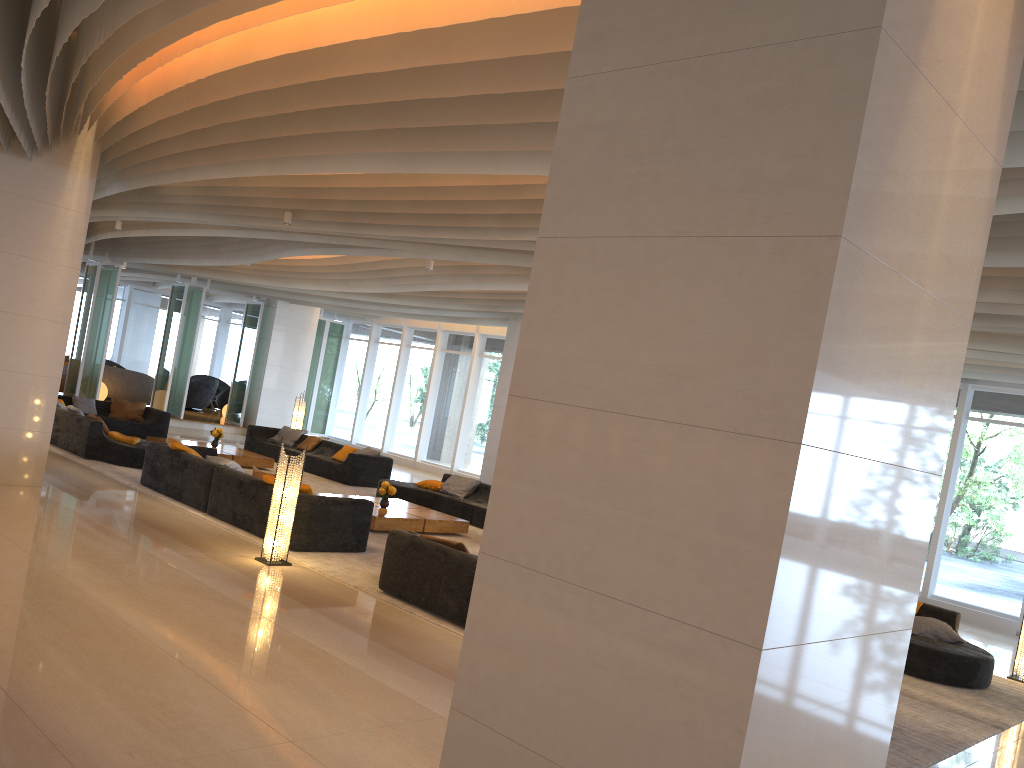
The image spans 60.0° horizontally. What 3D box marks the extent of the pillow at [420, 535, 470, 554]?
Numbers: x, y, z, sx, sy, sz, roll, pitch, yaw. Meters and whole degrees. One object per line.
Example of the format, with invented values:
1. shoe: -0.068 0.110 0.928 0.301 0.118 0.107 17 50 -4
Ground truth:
1. pillow: -0.507 1.530 7.799 0.406 0.392 0.591 11 -1 -44

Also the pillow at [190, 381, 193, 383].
1. pillow: -9.772 0.085 27.849 0.463 0.454 0.633 10 -1 30

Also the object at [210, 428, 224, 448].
1. object: -5.275 0.943 15.830 0.239 0.377 0.263 10 0 -14

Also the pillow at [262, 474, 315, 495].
1. pillow: -2.319 1.214 9.577 0.629 0.378 0.555 10 -1 22

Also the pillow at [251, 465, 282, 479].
1. pillow: -2.723 1.175 10.065 0.454 0.410 0.588 11 -1 -44

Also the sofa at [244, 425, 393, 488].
1. sofa: -3.819 1.375 17.194 3.692 0.583 0.963 9 -2 44

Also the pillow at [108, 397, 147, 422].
1. pillow: -7.458 0.502 17.219 0.649 0.378 0.538 11 -1 -24

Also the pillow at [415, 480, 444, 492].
1. pillow: -1.329 1.681 14.727 0.446 0.193 0.590 10 -2 9

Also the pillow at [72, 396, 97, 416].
1. pillow: -8.009 0.409 16.615 0.417 0.312 0.315 11 -1 -44

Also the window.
1. window: -0.116 0.482 16.828 54.103 3.222 22.294 10 -2 8

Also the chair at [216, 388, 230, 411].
1. chair: -8.106 0.481 26.657 1.552 1.006 1.111 11 -1 -43

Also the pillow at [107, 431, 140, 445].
1. pillow: -5.803 0.805 13.273 0.414 0.136 0.412 11 -2 -12

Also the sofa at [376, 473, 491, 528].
1. sofa: -0.493 1.884 13.749 4.051 0.583 1.382 9 -2 42

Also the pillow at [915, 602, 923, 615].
1. pillow: 4.074 2.452 9.676 0.485 0.403 0.593 11 -1 -39

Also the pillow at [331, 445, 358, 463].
1. pillow: -3.162 1.317 16.754 0.329 0.312 0.398 11 -1 -44

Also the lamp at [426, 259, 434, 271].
1. lamp: -0.992 -2.284 12.026 0.088 1.507 0.090 11 1 17

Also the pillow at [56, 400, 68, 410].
1. pillow: -7.418 0.434 14.540 0.637 0.377 0.558 10 -1 39

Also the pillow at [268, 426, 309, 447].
1. pillow: -4.594 1.067 18.162 0.629 0.378 0.555 10 -1 22

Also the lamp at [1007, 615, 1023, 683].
1. lamp: 5.560 2.443 9.417 0.244 1.451 0.256 11 1 44

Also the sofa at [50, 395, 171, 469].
1. sofa: -6.510 0.771 15.129 4.974 0.654 2.888 9 -2 44

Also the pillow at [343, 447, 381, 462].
1. pillow: -2.787 1.347 16.419 0.556 0.378 0.628 11 -1 -24

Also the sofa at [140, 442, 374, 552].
1. sofa: -3.164 1.283 10.552 3.692 0.583 0.963 9 -2 44

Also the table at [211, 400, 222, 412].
1. table: -8.817 0.721 27.395 1.104 0.318 0.800 12 -2 -40

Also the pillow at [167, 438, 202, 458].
1. pillow: -4.127 0.933 11.321 0.556 0.378 0.628 11 -1 -24

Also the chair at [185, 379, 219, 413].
1. chair: -9.032 0.259 25.142 1.122 1.006 1.536 10 -1 17

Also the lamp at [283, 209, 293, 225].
1. lamp: -2.506 -2.618 10.402 0.087 1.507 0.091 11 1 35

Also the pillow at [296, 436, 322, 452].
1. pillow: -4.021 1.183 17.582 0.398 0.312 0.329 10 -1 42

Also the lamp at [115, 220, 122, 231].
1. lamp: -6.073 -3.168 13.957 0.089 1.507 0.089 10 1 -1

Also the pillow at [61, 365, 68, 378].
1. pillow: -11.104 -0.322 22.024 0.474 0.409 0.492 11 -1 -44

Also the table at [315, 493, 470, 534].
1. table: -1.713 1.791 12.151 1.565 0.220 1.636 9 -2 44

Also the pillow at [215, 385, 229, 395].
1. pillow: -9.242 0.227 28.286 0.511 0.409 0.457 11 -1 -19

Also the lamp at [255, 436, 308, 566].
1. lamp: -2.151 1.101 8.385 0.244 1.198 0.256 11 1 44

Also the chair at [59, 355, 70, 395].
1. chair: -11.441 -0.286 22.161 1.488 1.006 1.158 10 -1 31

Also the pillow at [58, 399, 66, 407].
1. pillow: -7.622 0.397 14.800 0.419 0.335 0.327 10 0 9

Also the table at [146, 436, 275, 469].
1. table: -5.322 1.231 15.632 1.565 0.220 1.636 9 -2 44

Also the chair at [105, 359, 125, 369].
1. chair: -11.192 -0.149 24.973 1.116 1.006 1.545 10 -1 27

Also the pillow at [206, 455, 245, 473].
1. pillow: -3.457 1.100 10.769 0.430 0.377 0.573 11 -1 -44

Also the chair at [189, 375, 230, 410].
1. chair: -9.527 0.261 28.046 1.549 1.006 1.112 11 -1 -34

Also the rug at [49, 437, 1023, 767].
1. rug: -1.959 1.867 12.372 15.857 0.022 5.636 9 -3 44

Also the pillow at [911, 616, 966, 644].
1. pillow: 4.350 2.550 9.211 0.585 0.209 0.440 10 -1 3

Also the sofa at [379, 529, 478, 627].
1. sofa: -0.316 1.736 8.058 2.202 0.577 1.385 9 -2 44

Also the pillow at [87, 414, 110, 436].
1. pillow: -6.167 0.634 13.308 0.336 0.311 0.414 11 -1 -45

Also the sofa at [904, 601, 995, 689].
1. sofa: 3.405 2.495 10.182 1.367 0.582 4.091 12 -2 -39

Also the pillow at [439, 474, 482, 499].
1. pillow: -0.880 1.700 14.452 0.650 0.417 0.472 10 -1 44

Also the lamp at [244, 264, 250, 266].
1. lamp: -4.533 -2.828 15.597 0.089 1.507 0.089 10 1 -1

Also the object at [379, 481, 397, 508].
1. object: -1.696 1.485 11.964 0.240 0.377 0.261 10 0 -24

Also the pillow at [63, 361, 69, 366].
1. pillow: -11.297 -0.394 22.383 0.596 0.422 0.377 10 0 22

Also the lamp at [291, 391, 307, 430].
1. lamp: -4.671 0.855 19.281 0.244 1.451 0.256 11 1 44

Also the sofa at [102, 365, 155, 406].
1. sofa: -10.341 0.005 23.180 2.556 0.902 1.112 10 -1 3
